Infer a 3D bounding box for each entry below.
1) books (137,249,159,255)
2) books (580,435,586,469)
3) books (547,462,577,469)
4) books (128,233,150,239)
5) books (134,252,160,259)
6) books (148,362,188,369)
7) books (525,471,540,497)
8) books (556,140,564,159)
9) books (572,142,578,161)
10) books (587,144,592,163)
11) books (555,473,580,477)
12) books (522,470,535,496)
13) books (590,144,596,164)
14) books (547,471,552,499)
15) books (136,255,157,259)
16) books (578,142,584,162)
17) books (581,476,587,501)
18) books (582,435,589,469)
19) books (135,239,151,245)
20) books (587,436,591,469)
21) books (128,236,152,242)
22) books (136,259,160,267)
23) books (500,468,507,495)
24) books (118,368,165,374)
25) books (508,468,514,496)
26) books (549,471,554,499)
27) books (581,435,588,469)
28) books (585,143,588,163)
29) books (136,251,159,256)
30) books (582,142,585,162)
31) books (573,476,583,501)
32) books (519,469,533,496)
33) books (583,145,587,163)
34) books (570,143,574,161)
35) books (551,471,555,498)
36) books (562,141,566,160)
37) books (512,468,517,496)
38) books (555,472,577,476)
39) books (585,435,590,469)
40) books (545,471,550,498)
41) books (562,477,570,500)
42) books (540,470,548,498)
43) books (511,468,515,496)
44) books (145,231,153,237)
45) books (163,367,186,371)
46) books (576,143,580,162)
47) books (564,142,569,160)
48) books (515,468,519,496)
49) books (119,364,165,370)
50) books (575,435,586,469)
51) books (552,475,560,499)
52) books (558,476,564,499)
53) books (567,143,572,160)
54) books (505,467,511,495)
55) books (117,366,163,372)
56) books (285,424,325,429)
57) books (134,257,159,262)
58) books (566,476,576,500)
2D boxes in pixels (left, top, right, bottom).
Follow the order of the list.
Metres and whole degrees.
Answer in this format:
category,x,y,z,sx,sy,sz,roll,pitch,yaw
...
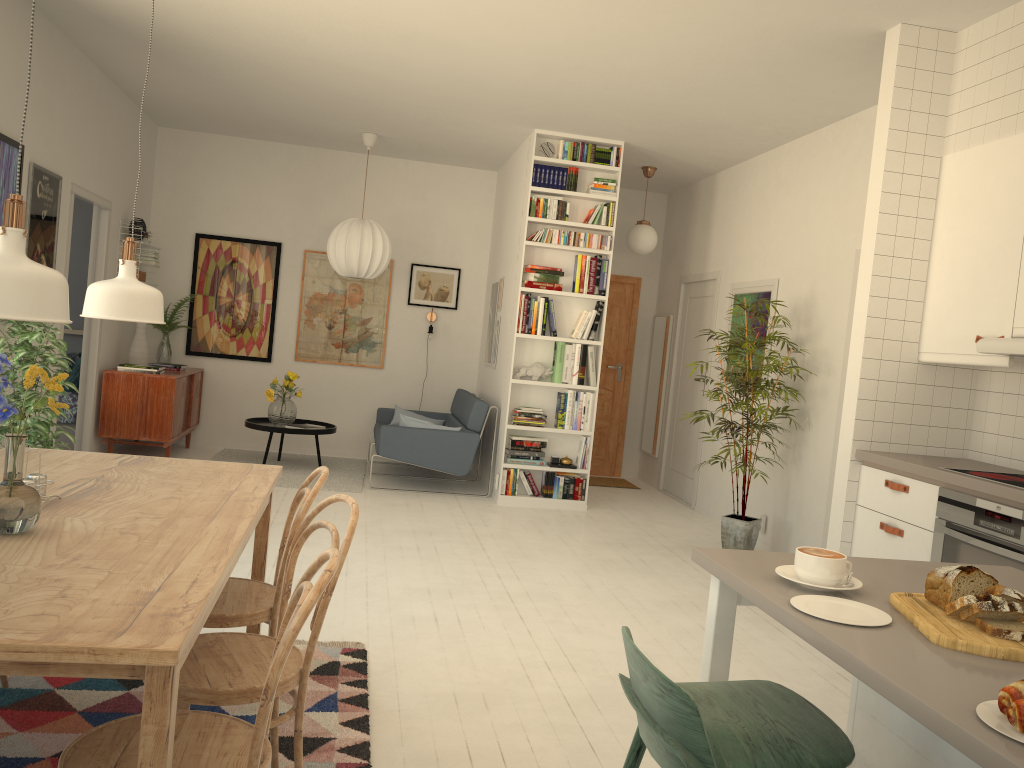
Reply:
category,x,y,z,sx,sy,sz,roll,pitch,yaw
books,-3.184,-1.153,7.759,0.147,0.016,0.195,5,3,-12
books,0.545,0.539,7.102,0.030,0.256,0.198,5,3,-10
books,0.394,0.645,7.015,0.214,0.023,0.130,5,3,-10
books,-3.131,-1.242,7.449,0.155,0.024,0.136,5,3,-17
books,-3.194,-1.123,7.754,0.173,0.023,0.190,5,3,-10
books,-3.054,-0.167,7.758,0.368,0.020,0.255,5,3,-7
books,0.157,0.788,7.030,0.131,0.188,0.136,5,3,-10
books,0.368,-1.808,6.911,0.026,0.149,0.155,5,3,-10
books,0.471,-1.797,6.931,0.028,0.147,0.192,5,3,-10
books,0.581,-1.792,6.977,0.032,0.154,0.212,5,3,-10
books,0.436,0.722,7.079,0.193,0.012,0.130,5,3,-10
books,0.127,0.782,7.018,0.118,0.192,0.118,5,3,-10
books,0.615,-1.788,6.967,0.032,0.152,0.200,5,3,-10
books,0.278,0.785,7.046,0.015,0.214,0.202,5,3,-10
books,-3.202,-1.107,7.769,0.147,0.012,0.195,5,3,-12
books,0.516,-1.799,6.963,0.024,0.156,0.228,5,3,-10
books,0.549,0.828,7.123,0.032,0.176,0.230,5,3,-10
books,0.574,0.541,7.099,0.008,0.256,0.184,5,3,-10
books,-3.135,-1.197,7.455,0.159,0.028,0.147,5,3,-13
books,0.593,0.544,7.081,0.011,0.256,0.139,5,3,-10
books,-3.125,-1.220,7.458,0.158,0.019,0.131,5,3,-8
books,-3.199,-1.062,7.764,0.179,0.037,0.190,5,3,-10
books,-0.080,0.763,6.995,0.039,0.199,0.185,5,3,-10
books,-2.981,-0.108,7.141,0.320,0.020,0.237,5,3,-14
books,-0.022,0.762,6.996,0.020,0.210,0.185,5,3,-10
books,0.292,0.786,7.056,0.015,0.214,0.202,5,3,-10
books,0.560,0.542,7.069,0.033,0.258,0.130,5,3,-10
books,0.563,-1.792,6.962,0.009,0.151,0.208,5,3,-10
books,-3.191,-1.140,7.760,0.153,0.013,0.197,5,3,-7
books,0.535,-1.798,6.961,0.012,0.157,0.220,5,3,-10
books,0.509,0.824,7.097,0.056,0.180,0.202,5,3,-10
books,0.096,0.775,7.019,0.135,0.200,0.134,5,3,-10
books,0.550,-1.786,6.954,0.019,0.137,0.201,5,3,-10
books,0.446,-1.798,6.946,0.018,0.141,0.207,5,3,-10
books,0.306,0.787,7.064,0.015,0.214,0.202,5,3,-10
books,0.384,-1.806,6.931,0.013,0.146,0.208,5,3,-10
books,0.008,0.761,7.016,0.021,0.215,0.174,5,3,-10
books,0.427,0.713,7.058,0.165,0.006,0.103,5,3,-10
books,0.583,0.542,7.088,0.007,0.257,0.181,5,3,-10
books,0.262,0.783,7.057,0.015,0.214,0.202,5,3,-10
books,0.407,0.822,7.086,0.048,0.163,0.209,5,3,-10
books,0.248,0.782,7.047,0.015,0.214,0.202,5,3,-10
books,-0.009,0.763,7.012,0.012,0.206,0.194,5,3,-10
books,-3.115,-1.270,7.444,0.178,0.036,0.145,5,3,-17
books,-3.068,-0.147,7.751,0.371,0.022,0.259,5,3,-10
books,0.494,-1.797,6.951,0.024,0.148,0.188,5,3,-10
books,0.406,-1.798,6.910,0.023,0.136,0.161,5,3,-10
books,0.026,0.763,7.004,0.010,0.215,0.194,5,3,-10
books,-2.975,-0.139,7.139,0.311,0.015,0.192,5,3,-7
books,0.536,0.538,7.098,0.034,0.257,0.209,5,3,-10
books,0.332,0.807,7.078,0.044,0.179,0.224,5,3,-10
books,0.368,0.812,7.079,0.032,0.176,0.222,5,3,-10
books,0.422,-1.796,6.956,0.025,0.131,0.253,5,3,-10
books,-0.046,0.762,6.997,0.026,0.206,0.187,5,3,-10
books,-2.988,-0.125,7.138,0.296,0.015,0.240,5,3,-11
books,-1.741,0.369,7.478,0.200,0.031,0.289,7,3,24
books,-3.200,-1.090,7.753,0.168,0.021,0.197,5,3,-7
books,0.453,0.822,7.108,0.050,0.170,0.221,5,3,-10
